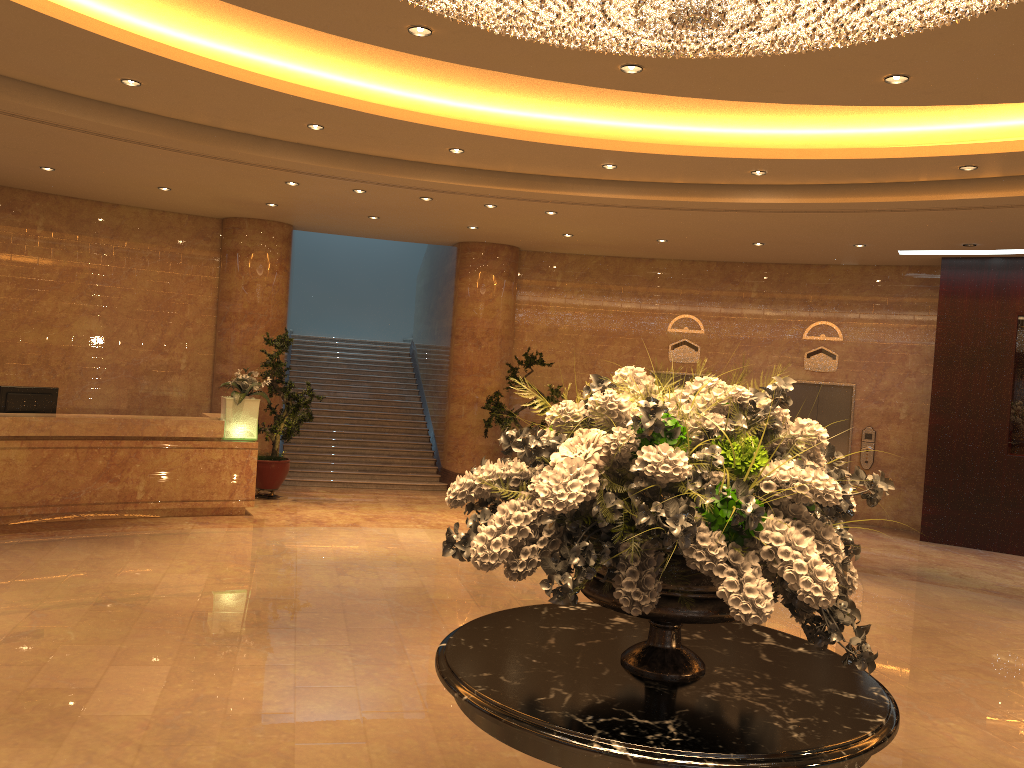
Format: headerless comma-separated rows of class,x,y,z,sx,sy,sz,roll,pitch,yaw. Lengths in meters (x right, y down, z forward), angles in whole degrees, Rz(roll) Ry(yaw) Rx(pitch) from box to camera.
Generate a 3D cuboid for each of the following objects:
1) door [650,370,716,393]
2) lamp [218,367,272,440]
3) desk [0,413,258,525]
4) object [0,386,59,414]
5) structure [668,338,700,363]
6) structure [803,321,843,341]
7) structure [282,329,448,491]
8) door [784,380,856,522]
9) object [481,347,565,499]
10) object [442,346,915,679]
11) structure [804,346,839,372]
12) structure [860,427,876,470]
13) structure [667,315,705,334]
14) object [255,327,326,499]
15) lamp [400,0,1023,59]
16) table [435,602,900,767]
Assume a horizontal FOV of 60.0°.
door,2.724,0.881,14.552,1.070,2.145,0.150,4,1,12
lamp,-3.299,0.226,10.984,0.606,0.897,0.532,3,1,-35
desk,-6.753,0.880,6.192,3.466,1.155,12.951,4,1,21
object,-5.448,0.276,9.980,0.531,0.500,0.430,4,1,-6
structure,2.816,-0.541,14.484,0.504,0.405,0.012,4,1,11
structure,4.867,-0.836,13.866,0.600,0.293,0.010,4,1,22
structure,-2.921,-1.272,17.105,9.849,5.560,7.472,4,1,-14
door,4.756,1.035,13.950,1.070,2.149,0.150,4,1,22
object,0.163,0.611,13.706,1.250,2.363,0.843,4,1,8
object,0.500,0.427,2.935,1.318,0.999,1.277,4,1,17
structure,4.837,-0.390,13.876,0.504,0.405,0.012,4,1,22
structure,5.442,0.981,13.569,0.200,0.661,0.053,4,1,26
structure,2.847,-0.987,14.474,0.600,0.293,0.010,4,1,11
object,-3.237,0.400,12.430,0.843,2.363,1.250,3,1,-33
lamp,0.665,-1.814,2.973,3.204,1.196,3.206,4,1,23
table,0.453,1.468,2.981,1.493,1.089,1.493,4,1,-20
